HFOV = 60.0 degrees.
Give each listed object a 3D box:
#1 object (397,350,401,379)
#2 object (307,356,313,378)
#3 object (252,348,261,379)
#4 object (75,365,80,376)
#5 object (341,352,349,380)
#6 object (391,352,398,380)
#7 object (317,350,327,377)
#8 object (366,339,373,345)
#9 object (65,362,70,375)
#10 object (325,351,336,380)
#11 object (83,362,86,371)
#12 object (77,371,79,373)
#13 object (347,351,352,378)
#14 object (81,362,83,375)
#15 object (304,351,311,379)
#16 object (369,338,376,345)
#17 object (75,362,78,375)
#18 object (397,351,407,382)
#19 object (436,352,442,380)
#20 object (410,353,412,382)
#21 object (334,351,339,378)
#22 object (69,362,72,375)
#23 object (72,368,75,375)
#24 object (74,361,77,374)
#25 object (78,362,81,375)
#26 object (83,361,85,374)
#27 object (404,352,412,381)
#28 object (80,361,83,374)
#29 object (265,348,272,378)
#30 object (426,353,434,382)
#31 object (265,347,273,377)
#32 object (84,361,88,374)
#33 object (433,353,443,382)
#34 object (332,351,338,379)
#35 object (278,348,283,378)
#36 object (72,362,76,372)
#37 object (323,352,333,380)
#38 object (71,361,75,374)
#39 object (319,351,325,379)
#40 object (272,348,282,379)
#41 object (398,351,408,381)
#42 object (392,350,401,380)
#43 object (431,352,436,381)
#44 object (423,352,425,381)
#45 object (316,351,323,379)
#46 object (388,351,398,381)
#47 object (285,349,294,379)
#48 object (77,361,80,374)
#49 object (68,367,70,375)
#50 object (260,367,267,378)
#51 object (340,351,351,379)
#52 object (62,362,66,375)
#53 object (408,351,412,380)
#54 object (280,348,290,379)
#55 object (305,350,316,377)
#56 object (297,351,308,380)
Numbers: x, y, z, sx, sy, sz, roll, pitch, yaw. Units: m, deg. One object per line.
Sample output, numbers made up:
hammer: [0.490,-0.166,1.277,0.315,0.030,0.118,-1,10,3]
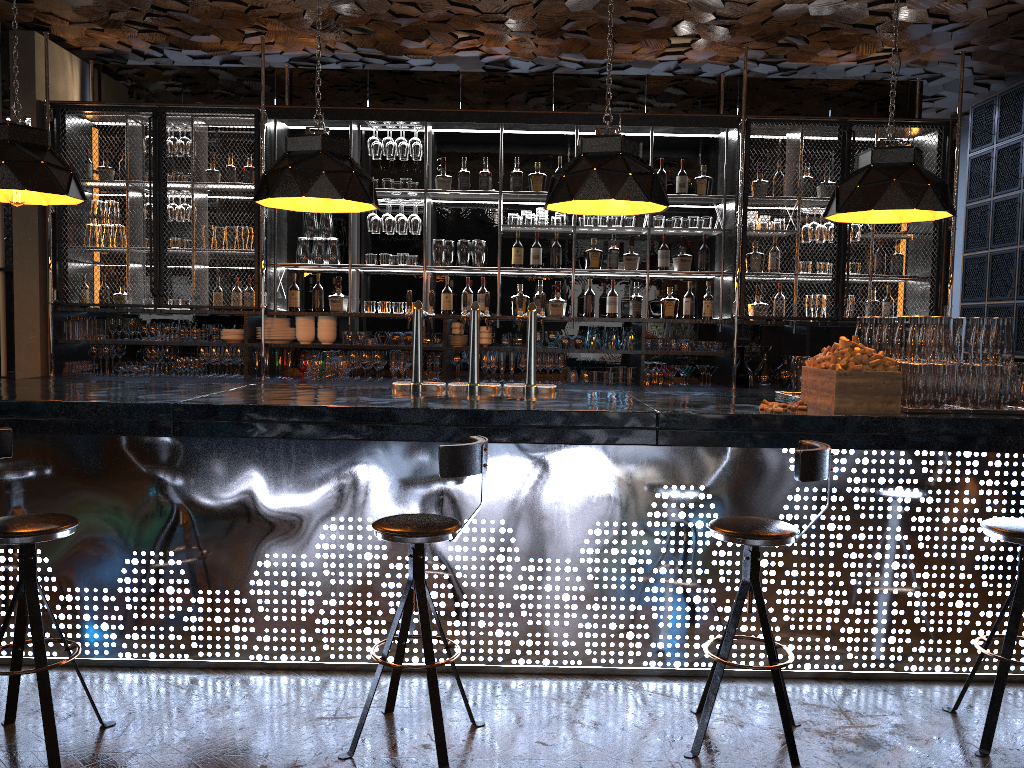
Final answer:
object: [-0.912,-0.153,6.989,0.071,0.226,0.071,-1,4,-28]
object: [-1.580,-0.152,6.882,0.082,0.213,0.082,-2,5,-40]
object: [-1.932,-0.155,6.711,0.073,0.229,0.073,0,4,-12]
object: [-3.261,-0.101,6.663,0.034,0.080,0.034,2,4,13]
object: [-1.292,-0.141,6.795,0.082,0.213,0.082,0,4,-19]
object: [-0.905,-0.141,6.818,0.071,0.226,0.071,-1,4,-28]
object: [-1.488,-0.156,6.969,0.082,0.213,0.082,3,5,30]
object: [-1.078,-0.319,6.718,0.049,0.048,0.044,5,5,42]
object: [-3.351,-0.113,6.684,0.033,0.101,0.033,3,4,24]
object: [-1.389,-0.142,6.793,0.082,0.213,0.082,0,4,-21]
object: [-3.309,-0.124,6.855,0.031,0.098,0.031,3,4,22]
object: [-3.388,-0.130,6.917,0.028,0.097,0.028,-1,4,-26]
object: [-1.290,-0.153,6.972,0.082,0.213,0.082,0,4,-9]
object: [-3.310,-0.121,6.814,0.031,0.098,0.031,5,5,45]
object: [-1.582,-0.146,6.795,0.082,0.213,0.082,1,4,-8]
object: [-1.072,-0.326,6.824,0.049,0.048,0.044,0,4,-13]
object: [-3.312,-0.116,6.740,0.031,0.098,0.031,-1,4,-27]
object: [-0.830,-0.132,6.694,0.071,0.226,0.071,-1,4,-28]
object: [-0.587,-0.139,6.944,0.071,0.217,0.071,2,4,8]
object: [-0.731,-0.127,6.726,0.092,0.218,0.092,-2,5,-40]
object: [-1.388,-0.154,6.973,0.082,0.213,0.082,1,4,-1]
object: [-3.349,-0.116,6.729,0.033,0.101,0.033,0,4,-20]
object: [-3.350,-0.119,6.767,0.033,0.101,0.033,0,4,-9]
object: [-3.350,-0.122,6.810,0.033,0.101,0.033,0,4,-19]
object: [-3.308,-0.119,6.780,0.031,0.098,0.031,-2,5,-39]
object: [-3.350,-0.131,6.939,0.033,0.101,0.033,3,4,29]
object: [-0.814,-0.138,6.859,0.092,0.218,0.092,-2,5,-40]
object: [-3.352,-0.128,6.894,0.033,0.101,0.033,0,4,-17]
object: [-1.872,-0.159,6.782,0.073,0.229,0.073,0,4,-12]
object: [-0.627,-0.129,6.782,0.071,0.217,0.071,2,4,8]
object: [-1.916,-0.172,6.965,0.073,0.229,0.073,0,4,-12]
object: [-3.308,-0.126,6.890,0.031,0.098,0.031,3,5,31]
object: [-0.565,-0.125,6.743,0.071,0.217,0.071,2,4,8]
object: [-1.390,-0.148,6.883,0.082,0.213,0.082,3,5,32]
object: [-1.796,-0.163,6.865,0.073,0.229,0.073,0,4,-12]
object: [-3.310,-0.114,6.702,0.031,0.098,0.031,4,5,38]
object: [-1.391,-0.136,6.706,0.082,0.213,0.082,4,5,33]
object: [-3.392,-0.125,6.849,0.028,0.097,0.028,3,4,24]
object: [-1.483,-0.150,6.883,0.082,0.213,0.082,3,4,20]
object: [-1.786,-0.154,6.732,0.073,0.229,0.073,0,4,-12]
object: [-0.830,-0.137,6.775,0.071,0.226,0.071,-1,4,-28]
object: [-0.901,-0.148,6.911,0.071,0.226,0.071,-1,4,-28]
object: [-0.598,-0.134,6.865,0.071,0.217,0.071,2,4,8]
object: [-0.716,-0.135,6.834,0.092,0.218,0.092,-2,5,-40]
object: [-1.490,-0.144,6.792,0.082,0.213,0.082,-1,4,-24]
object: [-0.903,-0.136,6.733,0.071,0.226,0.071,-1,4,-28]
object: [-1.689,-0.152,6.728,0.073,0.229,0.073,0,4,-12]
object: [-3.352,-0.125,6.852,0.033,0.101,0.033,1,4,5]
object: [-3.390,-0.120,6.778,0.028,0.097,0.028,3,4,25]
object: [-1.911,-0.165,6.857,0.073,0.229,0.073,0,4,-12]
object: [-1.292,-0.147,6.884,0.082,0.213,0.082,0,4,-12]
object: [-3.390,-0.116,6.712,0.028,0.097,0.028,0,4,-10]
object: [-0.808,-0.145,6.966,0.092,0.218,0.092,-2,5,-40]
object: [-1.741,-0.158,6.801,0.073,0.229,0.073,0,4,-12]
object: [-1.584,-0.158,6.971,0.082,0.213,0.082,-1,4,-24]
object: [-1.584,-0.140,6.705,0.082,0.213,0.082,3,4,29]
